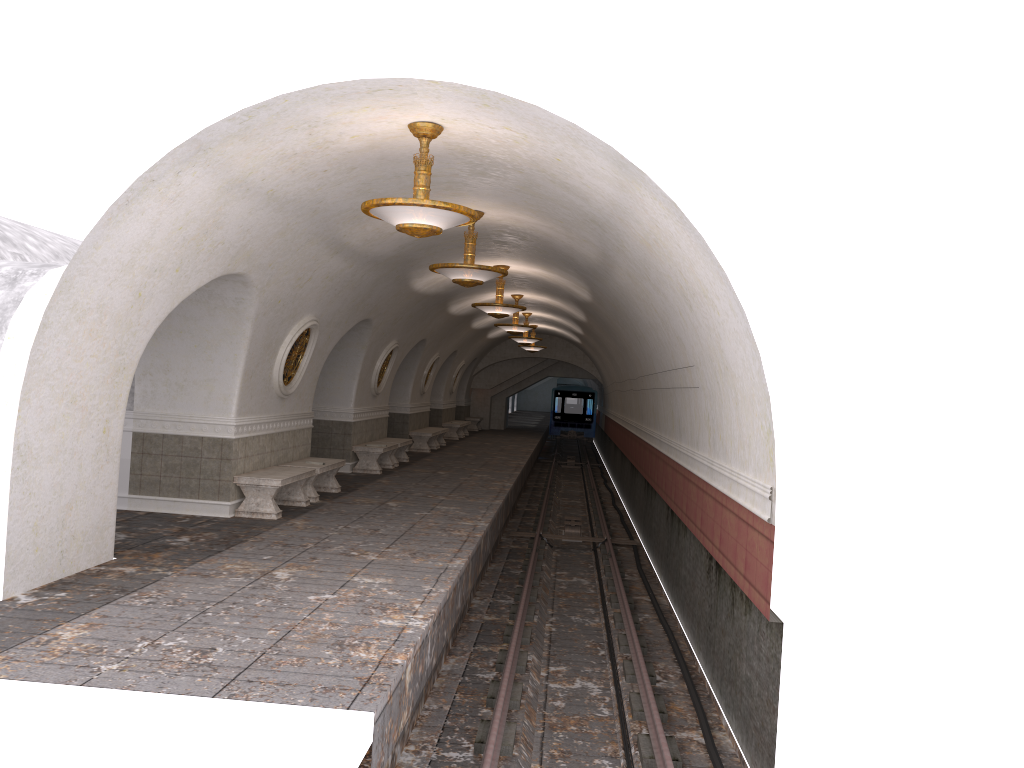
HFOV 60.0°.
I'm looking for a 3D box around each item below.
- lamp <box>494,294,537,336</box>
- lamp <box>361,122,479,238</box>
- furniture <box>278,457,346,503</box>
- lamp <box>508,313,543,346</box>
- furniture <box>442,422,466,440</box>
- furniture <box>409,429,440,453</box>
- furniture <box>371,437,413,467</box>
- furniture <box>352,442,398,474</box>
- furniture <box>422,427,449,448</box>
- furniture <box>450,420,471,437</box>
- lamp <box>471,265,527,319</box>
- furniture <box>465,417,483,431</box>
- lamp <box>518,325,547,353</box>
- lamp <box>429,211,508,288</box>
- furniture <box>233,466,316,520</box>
[{"bbox_3d":[0.093,-1.619,20.928,1.008,0.955,1.008,4,0,20],"label":"lamp"},{"bbox_3d":[-0.771,-1.727,7.609,1.008,0.955,1.008,4,0,-40],"label":"lamp"},{"bbox_3d":[-3.010,1.433,13.398,0.613,0.508,1.509,4,0,4],"label":"furniture"},{"bbox_3d":[0.405,-1.580,25.746,1.008,0.955,1.008,4,0,20],"label":"lamp"},{"bbox_3d":[-1.955,1.565,29.674,0.613,0.508,1.509,4,0,4],"label":"furniture"},{"bbox_3d":[-2.341,1.517,23.724,0.613,0.508,1.509,4,0,4],"label":"furniture"},{"bbox_3d":[-2.622,1.482,19.394,0.613,0.508,1.509,4,0,4],"label":"furniture"},{"bbox_3d":[-2.730,1.468,17.716,0.613,0.508,1.509,4,0,4],"label":"furniture"},{"bbox_3d":[-2.232,1.530,25.402,0.613,0.508,1.509,4,0,4],"label":"furniture"},{"bbox_3d":[-1.846,1.579,31.352,0.613,0.508,1.509,4,0,4],"label":"furniture"},{"bbox_3d":[-0.220,-1.658,16.108,1.008,0.955,1.008,4,0,-12],"label":"lamp"},{"bbox_3d":[-1.547,1.616,35.963,0.613,0.508,1.509,4,0,4],"label":"furniture"},{"bbox_3d":[0.718,-1.541,30.565,1.008,0.955,1.008,4,0,-40],"label":"lamp"},{"bbox_3d":[-0.534,-1.697,11.256,1.008,0.955,1.008,4,0,-12],"label":"lamp"},{"bbox_3d":[-3.119,1.420,11.720,0.613,0.508,1.509,4,0,4],"label":"furniture"}]
